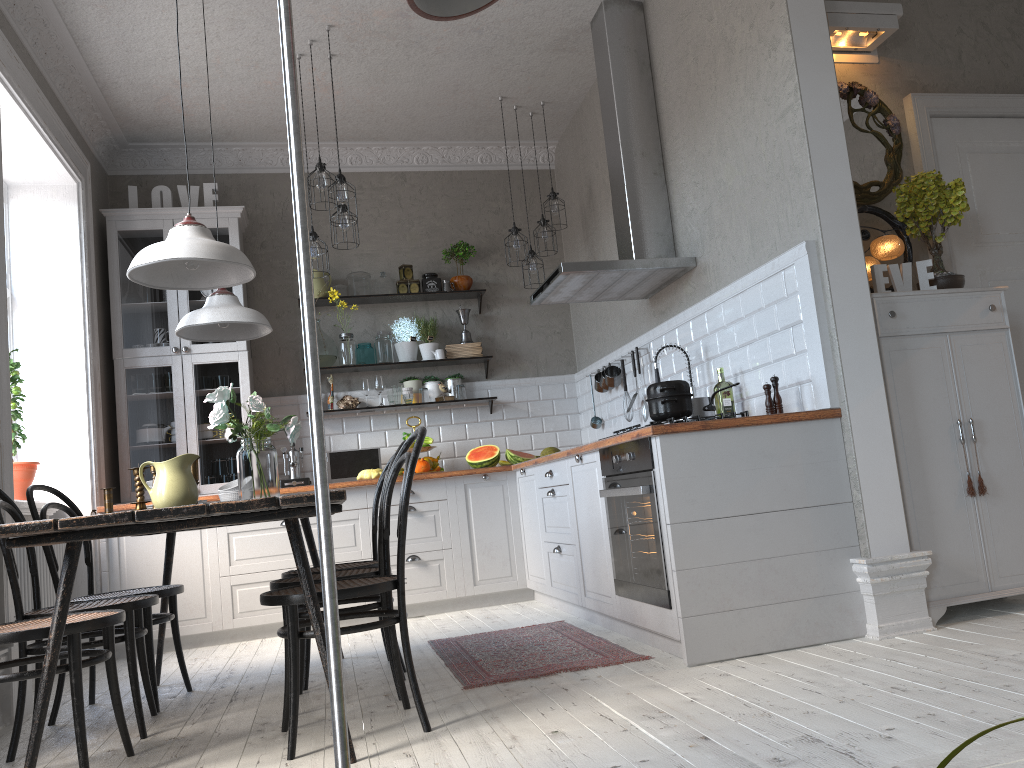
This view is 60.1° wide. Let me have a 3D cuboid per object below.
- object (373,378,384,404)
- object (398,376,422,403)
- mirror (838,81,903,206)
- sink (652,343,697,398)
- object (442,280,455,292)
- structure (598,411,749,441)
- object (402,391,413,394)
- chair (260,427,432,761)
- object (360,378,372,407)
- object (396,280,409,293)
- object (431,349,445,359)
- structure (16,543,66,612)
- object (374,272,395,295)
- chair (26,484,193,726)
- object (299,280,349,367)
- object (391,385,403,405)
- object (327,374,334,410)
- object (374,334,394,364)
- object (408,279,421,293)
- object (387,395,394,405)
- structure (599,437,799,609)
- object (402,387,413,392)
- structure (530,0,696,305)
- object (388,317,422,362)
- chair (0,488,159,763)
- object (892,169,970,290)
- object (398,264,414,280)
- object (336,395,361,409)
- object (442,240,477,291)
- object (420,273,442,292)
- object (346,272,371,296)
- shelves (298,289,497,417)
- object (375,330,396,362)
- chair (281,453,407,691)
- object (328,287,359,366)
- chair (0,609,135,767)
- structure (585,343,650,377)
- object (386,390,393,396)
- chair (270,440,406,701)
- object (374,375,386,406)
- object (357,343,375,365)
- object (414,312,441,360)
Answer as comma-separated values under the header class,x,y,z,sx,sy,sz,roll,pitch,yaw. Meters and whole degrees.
class,x,y,z,sx,sy,sz,roll,pitch,yaw
object,-0.935,0.062,6.234,0.083,0.216,0.080,-2,-8,-27
object,-0.720,0.047,6.316,0.160,0.216,0.153,-1,-8,-34
mirror,1.562,-1.105,4.032,0.538,0.593,0.070,-4,-7,-15
sink,0.675,0.162,4.295,0.533,0.720,0.481,-4,-7,-14
object,-0.459,-0.702,6.378,0.094,0.096,0.074,-4,-7,-13
structure,0.675,0.170,3.628,0.501,0.031,0.600,-5,-7,-13
object,-0.725,0.080,6.180,0.077,0.051,0.077,-7,-7,5
chair,-0.503,0.612,2.773,0.556,0.920,0.433,-4,-7,-16
object,-1.021,0.069,6.216,0.083,0.216,0.080,-2,-8,-27
object,-0.784,-0.678,6.347,0.083,0.113,0.082,-4,-7,-14
object,-0.513,-0.206,6.283,0.105,0.071,0.063,-8,-7,16
structure,-2.370,0.952,4.298,0.150,0.428,1.210,-4,-7,-14
object,-0.927,-0.706,6.420,0.137,0.220,0.143,-11,-9,36
chair,-1.610,0.834,3.555,0.550,0.920,0.437,-6,-7,-1
object,-1.352,-0.441,6.125,0.341,0.674,0.331,1,-10,-45
object,-0.801,0.082,6.206,0.080,0.139,0.077,0,-9,-41
object,-1.253,0.064,6.143,0.052,0.264,0.062,-9,-8,22
object,-0.901,-0.238,6.217,0.124,0.206,0.126,-7,-7,9
object,-0.698,-0.685,6.366,0.083,0.113,0.082,-6,-7,-4
object,-0.843,0.123,6.267,0.077,0.083,0.078,-7,-7,4
structure,0.739,0.527,3.586,0.624,0.622,0.616,-4,-7,-14
object,-0.727,0.055,6.184,0.078,0.051,0.076,-2,-8,-28
structure,0.440,-1.308,4.867,0.720,1.595,0.705,-4,-7,-14
object,-0.745,-0.314,6.360,0.244,0.354,0.235,-7,-7,4
chair,-1.530,0.765,3.083,0.556,0.920,0.433,-4,-7,-16
object,1.824,-0.641,3.814,0.293,0.553,0.345,-9,-8,20
object,-0.760,-0.793,6.357,0.084,0.113,0.081,-1,-8,-33
object,-1.140,0.127,6.136,0.180,0.111,0.094,-1,-9,-36
object,-0.366,-0.852,6.476,0.259,0.397,0.243,-7,-7,11
object,-0.591,-0.717,6.448,0.143,0.174,0.140,-4,-7,-14
object,-1.081,-0.689,6.282,0.169,0.184,0.175,-10,-8,25
shelves,-0.803,-0.165,6.292,1.330,0.923,0.226,-4,-7,-15
object,-0.912,-0.247,6.371,0.132,0.264,0.131,-5,-7,-8
chair,-0.693,0.759,3.753,0.556,0.920,0.433,-4,-7,-16
object,-1.166,-0.393,6.119,0.194,0.539,0.277,-3,-8,-21
chair,-1.415,0.685,2.551,0.552,0.920,0.436,-5,-7,-6
structure,0.652,-0.128,5.632,0.095,0.053,1.075,-5,-7,-12
object,-0.846,0.090,6.271,0.077,0.083,0.078,-7,-7,4
chair,-0.614,0.690,3.284,0.552,0.920,0.436,-5,-7,-6
object,-0.915,0.048,6.149,0.083,0.216,0.080,-2,-8,-27
object,-1.038,-0.200,6.270,0.127,0.172,0.125,-5,-7,-10
object,-0.606,-0.343,6.345,0.166,0.380,0.188,-11,-9,37
